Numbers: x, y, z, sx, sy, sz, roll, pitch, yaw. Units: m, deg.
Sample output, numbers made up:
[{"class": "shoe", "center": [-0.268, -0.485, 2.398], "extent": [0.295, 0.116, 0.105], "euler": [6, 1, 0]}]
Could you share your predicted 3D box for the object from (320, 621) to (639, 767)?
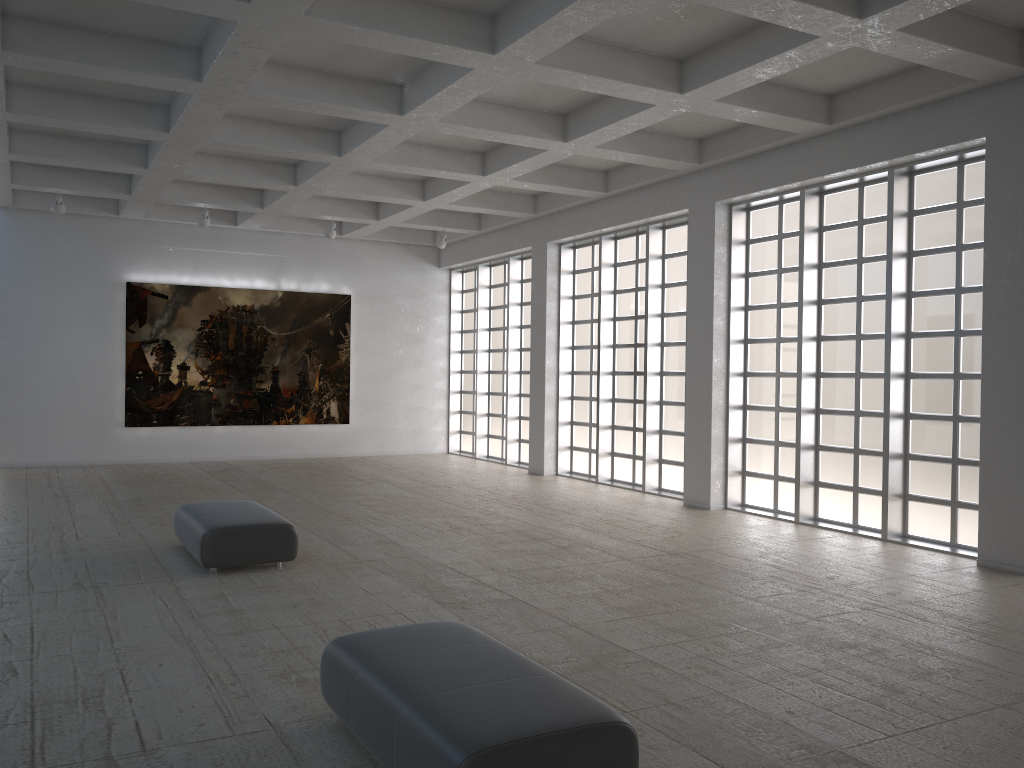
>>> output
[{"class": "object", "center": [-0.444, 2.823, 7.624], "extent": [1.616, 0.828, 3.044], "euler": [0, 1, -29]}]

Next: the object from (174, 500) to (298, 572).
[{"class": "object", "center": [-5.032, 2.676, 15.964], "extent": [1.616, 0.828, 3.044], "euler": [0, 1, -29]}]
